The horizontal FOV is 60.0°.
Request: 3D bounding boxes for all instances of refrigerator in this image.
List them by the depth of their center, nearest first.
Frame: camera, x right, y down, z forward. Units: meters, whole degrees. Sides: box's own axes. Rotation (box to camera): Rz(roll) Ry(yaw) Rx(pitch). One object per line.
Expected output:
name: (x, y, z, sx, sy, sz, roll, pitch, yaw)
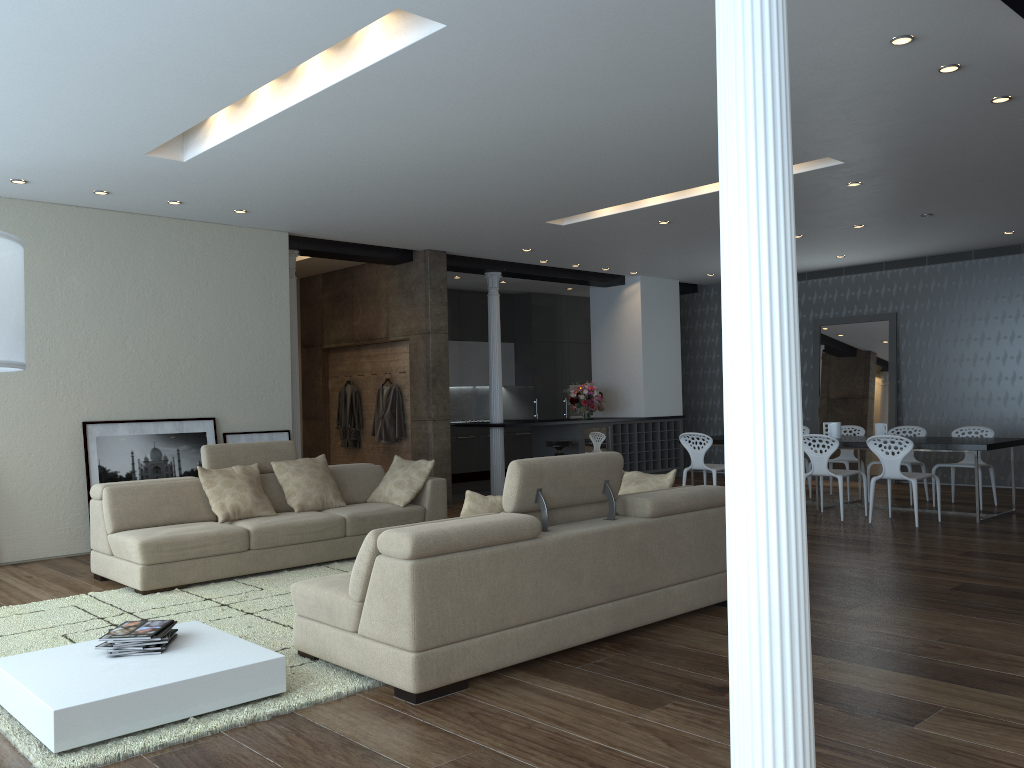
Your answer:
refrigerator: (1.146, 0.919, 12.189, 0.578, 0.774, 0.075, -1, -1, -39)

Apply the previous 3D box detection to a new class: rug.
rug: (-1.011, 1.353, 5.503, 4.231, 0.020, 2.972, 0, -1, -43)

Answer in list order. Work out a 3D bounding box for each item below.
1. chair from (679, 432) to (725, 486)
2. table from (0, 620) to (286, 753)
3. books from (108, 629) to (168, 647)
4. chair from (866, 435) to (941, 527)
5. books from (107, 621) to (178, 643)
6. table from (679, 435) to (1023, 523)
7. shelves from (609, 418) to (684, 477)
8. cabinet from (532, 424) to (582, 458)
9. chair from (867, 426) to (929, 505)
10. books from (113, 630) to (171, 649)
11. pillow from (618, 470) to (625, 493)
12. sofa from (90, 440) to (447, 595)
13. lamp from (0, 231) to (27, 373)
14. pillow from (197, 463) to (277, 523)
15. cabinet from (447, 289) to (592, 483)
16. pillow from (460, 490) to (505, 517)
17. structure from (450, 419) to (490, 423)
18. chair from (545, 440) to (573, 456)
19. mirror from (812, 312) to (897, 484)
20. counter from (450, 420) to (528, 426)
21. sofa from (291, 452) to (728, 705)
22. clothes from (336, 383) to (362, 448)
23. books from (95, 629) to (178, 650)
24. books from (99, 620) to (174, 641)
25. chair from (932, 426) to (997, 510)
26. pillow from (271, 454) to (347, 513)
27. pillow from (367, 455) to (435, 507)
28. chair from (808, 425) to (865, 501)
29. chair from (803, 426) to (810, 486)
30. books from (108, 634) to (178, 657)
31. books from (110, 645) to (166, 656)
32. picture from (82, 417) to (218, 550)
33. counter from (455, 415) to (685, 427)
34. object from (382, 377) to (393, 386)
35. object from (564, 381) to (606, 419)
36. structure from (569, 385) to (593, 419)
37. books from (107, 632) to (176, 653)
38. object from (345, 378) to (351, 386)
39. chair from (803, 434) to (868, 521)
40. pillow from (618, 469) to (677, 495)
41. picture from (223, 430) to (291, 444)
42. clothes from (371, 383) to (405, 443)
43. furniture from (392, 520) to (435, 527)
chair: (2.173, 0.943, 9.839, 0.581, 0.835, 0.495, 0, -1, -43)
table: (-1.583, 1.241, 3.743, 0.900, 0.170, 0.900, 0, -1, -43)
books: (-1.656, 1.108, 3.924, 0.220, 0.010, 0.300, -1, -1, -28)
chair: (3.631, 0.880, 8.282, 0.581, 0.835, 0.495, 0, -1, -43)
books: (-1.631, 1.097, 3.928, 0.220, 0.010, 0.300, -1, -1, -8)
table: (3.577, 0.958, 9.652, 1.200, 0.733, 3.400, 0, -1, -43)
shelves: (1.689, 0.985, 13.282, 1.700, 0.897, 0.900, 0, -1, -43)
cabinet: (0.832, 0.991, 12.485, 0.642, 0.897, 0.900, 0, -1, -43)
chair: (4.323, 0.892, 9.885, 0.581, 0.835, 0.495, 0, -1, -43)
books: (-1.631, 1.116, 3.927, 0.220, 0.010, 0.300, -1, -1, -18)
pillow: (0.379, 0.716, 5.008, 0.534, 0.439, 0.301, -1, -1, -39)
sofa: (-1.819, 0.934, 6.999, 2.581, 0.950, 1.021, 0, -1, -43)
lamp: (-1.705, 0.457, 2.399, 0.698, 1.728, 0.698, -1, -1, -19)
pillow: (-2.094, 0.817, 6.750, 0.368, 0.416, 0.519, -2, -1, 43)
cabinet: (0.176, 0.000, 14.837, 7.409, 2.980, 0.827, 0, -1, -43)
pillow: (-0.086, 0.731, 4.592, 0.519, 0.416, 0.368, -1, -1, -38)
structure: (-0.741, 0.598, 13.916, 0.900, 0.066, 0.520, 0, -1, -43)
chair: (2.293, 1.115, 8.637, 16.134, 0.952, 21.556, 0, -1, -43)
mirror: (4.732, 0.197, 12.300, 0.240, 2.294, 1.200, 0, -1, -43)
counter: (-1.209, 0.712, 13.533, 3.597, 0.223, 0.807, 0, -1, -43)
sofa: (0.187, 0.847, 4.843, 2.581, 0.950, 1.021, 0, -1, -43)
clothes: (-2.141, 0.411, 11.557, 0.141, 0.855, 0.569, 0, -1, -43)
books: (-1.655, 1.127, 3.924, 0.220, 0.010, 0.300, -2, -1, 7)
books: (-1.656, 1.088, 3.924, 0.220, 0.010, 0.300, -1, -1, -3)
chair: (4.801, 0.871, 9.371, 0.581, 0.835, 0.495, 0, -1, -43)
pillow: (-1.646, 0.804, 7.185, 0.301, 0.439, 0.534, -2, -1, 43)
pillow: (-0.927, 0.814, 7.528, 0.518, 0.393, 0.395, -2, -1, 44)
chair: (3.844, 0.913, 10.399, 0.581, 0.835, 0.495, 0, -1, -43)
chair: (3.366, 0.933, 10.913, 0.581, 0.835, 0.495, 0, -1, -43)
books: (-1.630, 1.155, 3.927, 0.220, 0.010, 0.300, -1, -1, -8)
books: (-1.655, 1.146, 3.923, 0.220, 0.010, 0.300, -1, -1, -23)
picture: (-3.171, 0.888, 7.931, 1.183, 1.140, 0.225, 0, -1, -43)
counter: (0.946, 0.522, 12.609, 3.700, 0.040, 1.000, 0, -1, -43)
object: (-1.529, -0.029, 10.902, 0.010, 0.219, 0.430, 0, -1, -43)
object: (1.051, 0.225, 12.584, 0.544, 0.552, 0.570, -1, -1, -37)
structure: (1.025, 0.321, 15.463, 0.595, 0.596, 0.591, 0, -1, -43)
books: (-1.630, 1.136, 3.927, 0.220, 0.010, 0.300, -1, -1, -8)
object: (-2.134, -0.003, 11.570, 0.010, 0.219, 0.430, 0, -1, -43)
chair: (3.143, 0.901, 8.778, 0.581, 0.835, 0.495, 0, -1, -43)
pillow: (0.774, 0.741, 5.700, 0.395, 0.393, 0.518, -1, -1, -39)
picture: (-2.431, 0.957, 8.635, 0.700, 0.988, 0.195, 0, -1, -43)
clothes: (-1.537, 0.359, 10.893, 0.173, 0.735, 0.700, 0, -1, -44)
furniture: (-0.386, 1.162, 6.124, 1.057, 0.355, 1.057, 0, -1, -41)
